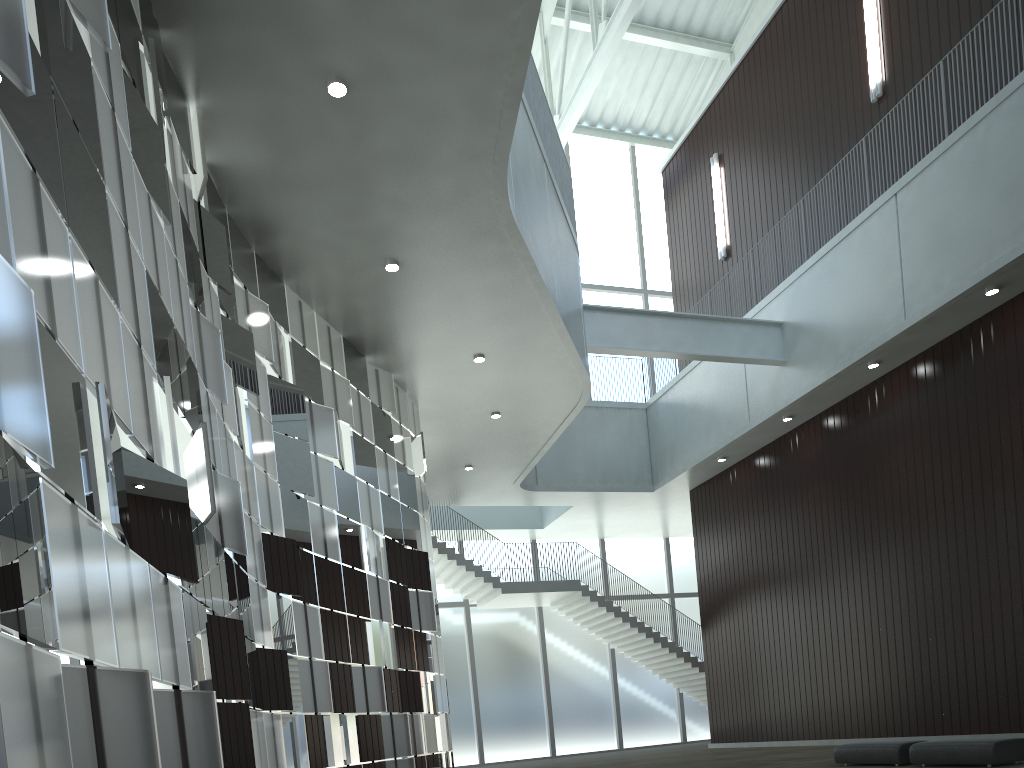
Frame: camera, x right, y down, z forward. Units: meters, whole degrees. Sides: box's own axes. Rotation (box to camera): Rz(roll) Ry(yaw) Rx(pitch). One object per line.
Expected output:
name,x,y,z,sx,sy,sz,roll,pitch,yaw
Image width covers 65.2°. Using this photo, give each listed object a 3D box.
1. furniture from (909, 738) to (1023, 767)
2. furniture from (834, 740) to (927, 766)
furniture,18.340,14.829,32.201,2.113,1.015,4.375,1,-23,-19
furniture,16.882,16.840,36.486,2.113,1.015,4.375,1,-23,-19
